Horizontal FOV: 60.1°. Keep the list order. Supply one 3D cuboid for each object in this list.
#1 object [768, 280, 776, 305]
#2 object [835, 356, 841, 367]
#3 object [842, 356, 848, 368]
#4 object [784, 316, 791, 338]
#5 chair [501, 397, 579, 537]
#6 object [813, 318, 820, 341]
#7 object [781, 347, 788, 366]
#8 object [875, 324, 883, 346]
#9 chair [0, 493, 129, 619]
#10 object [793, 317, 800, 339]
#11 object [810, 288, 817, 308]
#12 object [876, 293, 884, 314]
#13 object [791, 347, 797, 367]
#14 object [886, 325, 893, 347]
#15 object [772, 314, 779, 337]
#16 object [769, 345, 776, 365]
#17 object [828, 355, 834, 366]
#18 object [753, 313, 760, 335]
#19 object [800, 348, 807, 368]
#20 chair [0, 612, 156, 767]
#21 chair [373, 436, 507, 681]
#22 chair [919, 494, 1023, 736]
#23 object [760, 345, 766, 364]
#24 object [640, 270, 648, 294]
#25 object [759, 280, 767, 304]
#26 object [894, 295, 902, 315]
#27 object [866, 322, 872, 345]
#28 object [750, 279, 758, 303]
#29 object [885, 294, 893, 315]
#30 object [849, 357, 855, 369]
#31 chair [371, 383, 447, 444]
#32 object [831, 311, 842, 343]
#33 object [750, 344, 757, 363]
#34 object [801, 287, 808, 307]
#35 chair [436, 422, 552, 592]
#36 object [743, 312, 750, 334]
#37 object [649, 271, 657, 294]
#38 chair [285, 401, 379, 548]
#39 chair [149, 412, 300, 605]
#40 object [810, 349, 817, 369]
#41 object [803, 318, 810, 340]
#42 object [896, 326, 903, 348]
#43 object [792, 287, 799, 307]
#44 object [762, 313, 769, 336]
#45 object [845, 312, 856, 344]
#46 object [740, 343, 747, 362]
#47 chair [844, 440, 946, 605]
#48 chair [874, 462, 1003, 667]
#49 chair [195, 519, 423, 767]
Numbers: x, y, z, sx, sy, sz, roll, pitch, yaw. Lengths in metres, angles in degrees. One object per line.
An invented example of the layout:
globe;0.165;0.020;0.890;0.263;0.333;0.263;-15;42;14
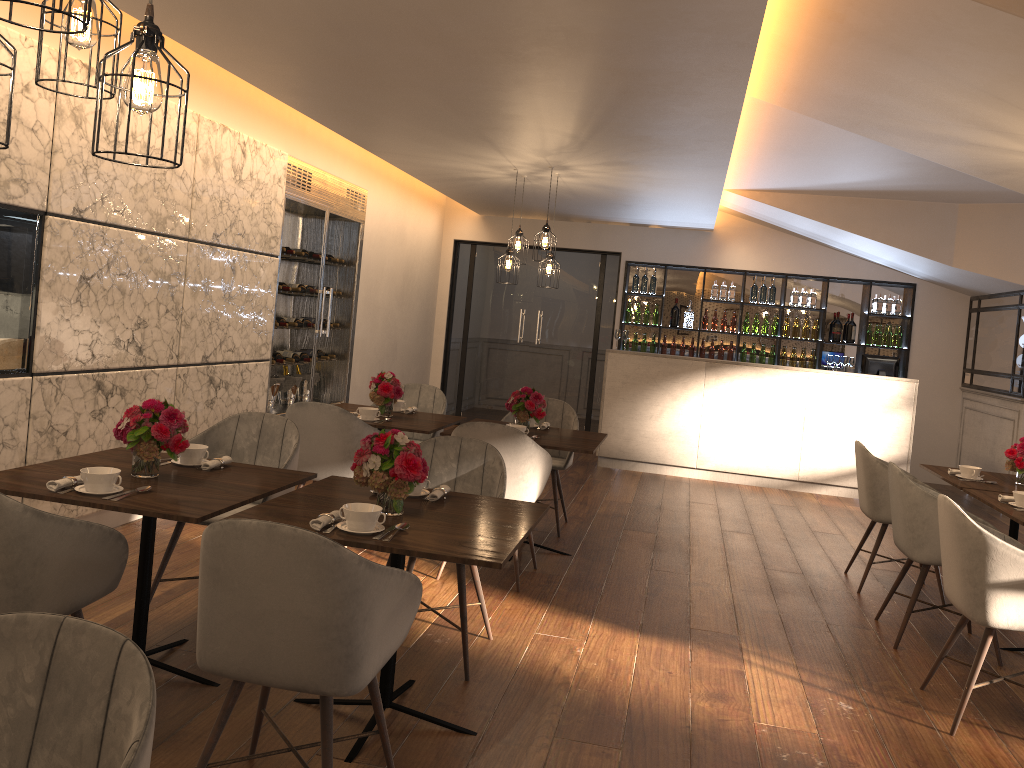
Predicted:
object;3.070;-1.089;10.423;0.075;0.310;0.075;6;1;22
object;3.789;-0.223;10.310;0.065;0.207;0.065;5;1;-34
object;3.865;-0.215;10.295;0.065;0.207;0.065;5;1;-34
object;3.244;-0.675;10.420;0.065;0.261;0.066;5;1;-10
chair;0.174;0.547;6.157;0.565;0.871;0.526;6;2;11
object;3.567;-0.640;10.355;0.065;0.261;0.066;5;1;-10
object;3.210;-0.315;10.426;0.065;0.261;0.066;5;1;-10
object;4.242;-0.567;10.220;0.065;0.261;0.066;5;1;-10
chair;-1.522;0.654;2.615;0.565;0.871;0.526;6;2;11
object;3.351;-0.664;10.398;0.065;0.261;0.066;5;1;-10
object;3.521;-1.002;10.334;0.070;0.235;0.041;6;1;11
object;4.235;-0.925;10.191;0.070;0.235;0.041;6;1;11
object;3.318;-0.303;10.404;0.065;0.261;0.066;5;1;-10
object;4.350;-0.555;10.199;0.065;0.261;0.066;5;1;-10
object;3.114;-0.690;10.446;0.065;0.263;0.066;5;1;-10
object;3.080;-0.329;10.452;0.065;0.261;0.066;5;1;-10
object;3.713;-0.231;10.325;0.065;0.207;0.065;5;1;-34
object;2.898;-0.714;10.489;0.065;0.263;0.066;5;1;-10
object;3.426;-0.291;10.383;0.065;0.261;0.066;5;1;-10
chair;-0.816;0.826;1.199;0.565;0.871;0.526;6;2;11
chair;-0.311;0.684;3.727;0.565;0.871;0.526;6;2;11
chair;1.956;0.911;3.521;0.527;0.871;0.565;6;2;11
object;2.972;-0.340;10.473;0.065;0.261;0.066;5;1;-10
object;1.605;-1.248;10.716;0.075;0.310;0.075;5;1;-36
object;2.968;-1.100;10.444;0.075;0.310;0.075;6;1;22
object;4.432;-0.903;10.152;0.070;0.235;0.041;6;1;11
object;4.134;-0.580;10.242;0.065;0.263;0.066;5;1;-10
object;2.866;-1.111;10.464;0.075;0.310;0.075;6;2;43
object;4.334;-0.914;10.171;0.070;0.235;0.041;6;1;11
object;3.941;-0.207;10.279;0.065;0.207;0.065;5;1;-34
chair;-0.762;0.446;6.344;0.565;0.871;0.526;6;2;11
object;3.779;-0.664;10.290;0.104;0.359;0.104;5;1;-27
object;2.864;-0.352;10.495;0.065;0.261;0.066;5;1;-10
object;3.423;-1.013;10.353;0.070;0.235;0.041;6;1;11
chair;-0.101;0.619;4.858;0.565;0.871;0.526;6;2;11
object;2.790;-0.725;10.511;0.065;0.261;0.066;5;1;-10
object;1.706;-1.237;10.696;0.075;0.310;0.075;5;1;-32
chair;-1.037;0.517;5.045;0.565;0.871;0.526;6;2;11
chair;-1.247;0.582;3.915;0.565;0.871;0.526;6;2;11
object;3.534;-0.280;10.361;0.065;0.261;0.066;5;1;-10
object;3.459;-0.652;10.377;0.065;0.261;0.066;5;1;-10
object;4.458;-0.544;10.177;0.065;0.261;0.066;5;1;-10
object;3.325;-1.023;10.373;0.070;0.235;0.041;6;1;11
object;3.006;-0.702;10.467;0.065;0.263;0.066;5;1;-10
object;3.932;-0.649;10.256;0.104;0.359;0.103;6;2;38
object;2.756;-0.364;10.516;0.065;0.261;0.066;5;1;-10
chair;2.324;0.808;5.363;0.527;0.871;0.565;6;2;11
chair;2.140;0.859;4.442;0.527;0.871;0.565;6;2;11
chair;-0.586;0.755;2.428;0.565;0.871;0.526;6;2;11
